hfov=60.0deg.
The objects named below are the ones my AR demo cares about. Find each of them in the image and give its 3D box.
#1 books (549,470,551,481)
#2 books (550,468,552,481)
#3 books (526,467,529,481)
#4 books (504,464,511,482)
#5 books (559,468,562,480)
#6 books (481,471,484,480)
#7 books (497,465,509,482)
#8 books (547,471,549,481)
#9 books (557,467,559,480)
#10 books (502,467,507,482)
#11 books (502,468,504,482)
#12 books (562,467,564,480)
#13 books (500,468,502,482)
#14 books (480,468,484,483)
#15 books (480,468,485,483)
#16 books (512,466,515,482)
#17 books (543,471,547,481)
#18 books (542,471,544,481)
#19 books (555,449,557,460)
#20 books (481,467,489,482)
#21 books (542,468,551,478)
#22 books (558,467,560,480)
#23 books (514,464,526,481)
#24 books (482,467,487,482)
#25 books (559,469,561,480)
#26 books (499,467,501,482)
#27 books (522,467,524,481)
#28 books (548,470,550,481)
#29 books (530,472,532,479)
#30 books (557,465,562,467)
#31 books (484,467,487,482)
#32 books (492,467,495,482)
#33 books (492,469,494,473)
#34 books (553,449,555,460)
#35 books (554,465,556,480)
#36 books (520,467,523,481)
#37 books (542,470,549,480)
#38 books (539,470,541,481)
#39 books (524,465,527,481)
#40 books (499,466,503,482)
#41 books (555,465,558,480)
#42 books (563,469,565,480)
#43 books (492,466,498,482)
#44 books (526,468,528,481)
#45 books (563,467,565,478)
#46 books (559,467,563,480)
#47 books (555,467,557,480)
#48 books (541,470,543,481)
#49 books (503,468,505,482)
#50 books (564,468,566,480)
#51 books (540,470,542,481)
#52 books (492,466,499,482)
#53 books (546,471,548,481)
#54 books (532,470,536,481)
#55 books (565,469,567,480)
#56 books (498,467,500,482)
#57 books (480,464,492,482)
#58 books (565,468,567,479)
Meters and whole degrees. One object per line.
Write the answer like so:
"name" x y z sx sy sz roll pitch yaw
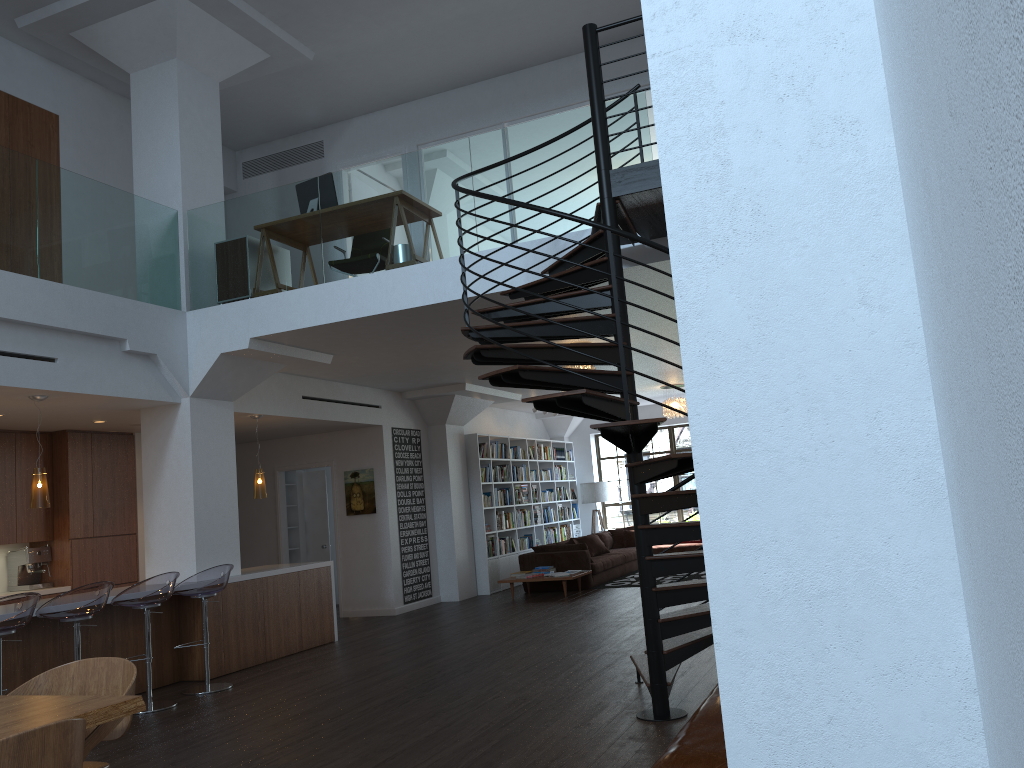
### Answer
"books" 0.634 1.690 16.322 0.139 0.191 0.036 -8 -8 22
"books" 0.660 1.682 16.409 0.158 0.226 0.052 -8 -8 22
"books" 0.198 1.559 15.287 0.159 0.250 0.026 -8 -8 22
"books" -0.124 1.469 14.557 0.176 0.291 0.053 -8 -8 22
"books" 0.843 1.717 16.840 0.174 0.240 0.045 -8 -8 21
"books" -0.531 1.423 13.545 0.161 0.182 0.170 -8 -8 22
"books" -0.159 1.469 14.515 0.198 0.284 0.049 -8 -8 22
"books" 0.600 1.688 16.233 0.128 0.178 0.022 -8 -8 22
"books" 0.787 1.696 16.696 0.183 0.253 0.034 -8 -8 21
"books" -0.185 1.478 14.400 0.174 0.240 0.054 -8 -8 22
"books" -0.209 1.479 14.328 0.161 0.223 0.032 -8 -8 22
"books" 0.892 1.718 16.952 0.180 0.259 0.060 -8 -8 21
"books" -0.249 1.474 14.265 0.161 0.223 0.033 -8 -8 22
"books" -0.507 1.413 13.621 0.161 0.218 0.101 -8 -8 22
"books" -0.493 1.409 13.647 0.152 0.232 0.104 -8 -8 22
"books" -0.045 1.500 14.705 0.182 0.253 0.034 -8 -8 22
"books" 0.565 1.682 16.169 0.128 0.178 0.022 -8 -8 22
"books" 0.506 1.668 16.003 0.126 0.173 0.032 -8 -8 22
"books" 0.757 1.343 16.746 0.161 0.223 0.033 -8 -8 22
"books" -0.450 1.414 13.754 0.174 0.242 0.105 -8 -8 22
"books" 0.644 1.675 16.364 0.140 0.231 0.042 -8 -8 22
"books" 0.803 1.699 16.725 0.183 0.253 0.034 -8 -8 21
"books" 0.135 1.528 15.170 0.176 0.290 0.053 -8 -8 22
"books" -0.471 1.412 13.720 0.172 0.239 0.093 -8 -8 22
"books" 0.837 1.721 16.804 0.161 0.223 0.027 -8 -8 21
"books" -0.263 1.459 14.232 0.171 0.246 0.039 -8 -8 22
"books" 0.113 1.545 15.094 0.174 0.239 0.045 -8 -8 22
"books" 0.615 1.684 16.286 0.136 0.196 0.045 -8 -8 22
"books" 0.290 1.621 15.484 0.120 0.167 0.020 -8 -8 22
"books" 0.871 1.699 16.911 0.176 0.290 0.036 -8 -8 21
"books" -0.478 1.409 13.676 0.172 0.235 0.112 -8 -8 22
"books" -0.362 1.442 13.997 0.174 0.236 0.142 -8 -8 23
"books" -0.375 1.450 13.940 0.161 0.207 0.135 -8 -8 23
"books" 0.720 1.334 16.654 0.161 0.223 0.032 -8 -8 22
"books" 0.718 1.668 16.561 0.198 0.284 0.066 -8 -8 21
"books" 0.090 1.538 15.049 0.170 0.245 0.057 -8 -8 22
"books" 0.601 1.680 16.256 0.127 0.200 0.020 -8 -8 22
"books" 0.448 1.642 15.875 0.127 0.200 0.020 -8 -8 22
"books" 0.155 1.537 15.227 0.197 0.283 0.065 -8 -8 22
"books" -0.238 1.463 14.302 0.183 0.253 0.042 -8 -8 22
"books" 0.768 1.674 16.659 0.176 0.290 0.053 -8 -8 21
"books" 0.923 1.742 17.011 0.161 0.223 0.027 -8 -8 21
"books" -0.327 1.441 14.081 0.183 0.253 0.042 -8 -8 22
"books" 0.186 1.570 15.263 0.161 0.223 0.026 -8 -8 22
"books" 0.925 1.731 17.044 0.183 0.253 0.034 -8 -8 21
"books" 0.868 1.713 16.873 0.183 0.253 0.034 -8 -8 21
"books" 0.750 1.687 16.595 0.160 0.250 0.026 -8 -8 21
"books" 0.481 1.654 15.954 0.139 0.191 0.036 -8 -8 22
"books" -0.205 1.483 14.360 0.161 0.223 0.033 -8 -8 22
"books" 0.941 1.741 17.079 0.174 0.240 0.045 -8 -8 21
"books" 0.460 1.643 15.899 0.146 0.202 0.027 -8 -8 22
"books" -0.299 1.447 14.163 0.180 0.259 0.042 -8 -8 22
"books" 0.574 1.682 16.193 0.134 0.184 0.030 -8 -8 22
"books" 0.345 1.623 15.632 0.139 0.191 0.036 -8 -8 22
"books" 0.965 1.751 17.106 0.161 0.223 0.026 -8 -8 21
"books" -0.281 1.454 14.198 0.160 0.251 0.039 -8 -8 22
"books" -0.414 1.396 13.825 0.176 0.290 0.053 -8 -8 22
"books" 0.967 1.751 17.140 0.168 0.231 0.037 -8 -8 21
